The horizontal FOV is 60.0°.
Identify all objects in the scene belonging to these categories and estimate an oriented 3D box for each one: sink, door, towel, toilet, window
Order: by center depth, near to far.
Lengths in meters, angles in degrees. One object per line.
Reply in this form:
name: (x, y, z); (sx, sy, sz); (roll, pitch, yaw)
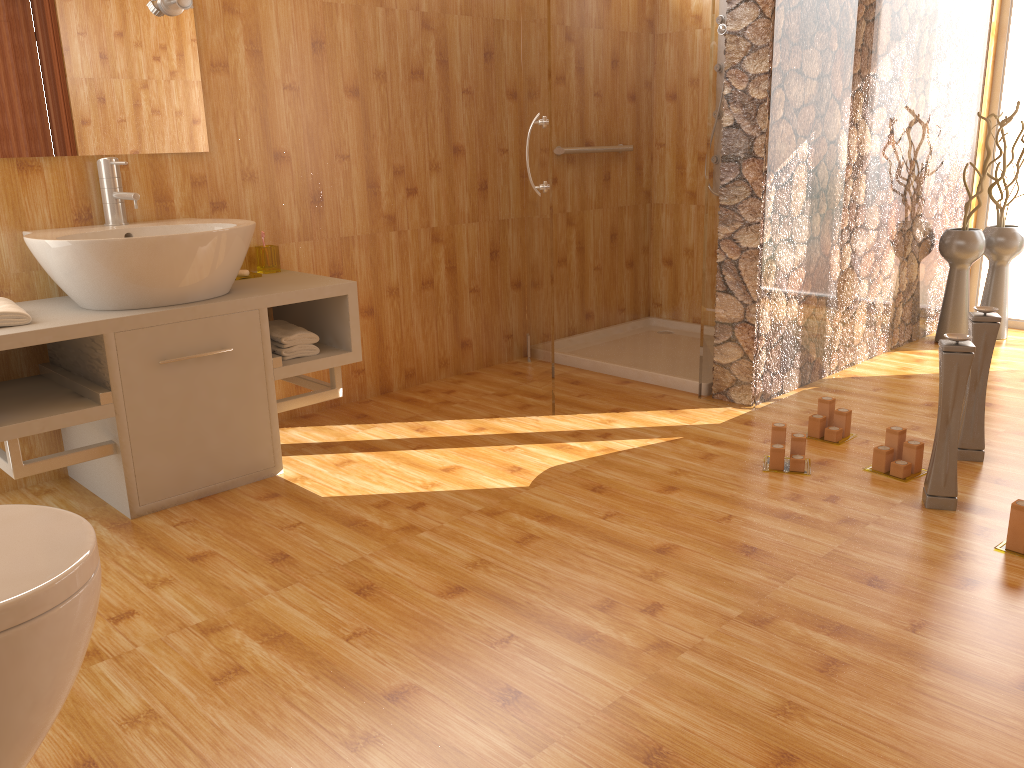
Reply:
toilet: (-0.770, 0.400, 1.111); (0.507, 0.337, 0.371); (-16, 21, -42)
towel: (-1.367, -0.189, 2.340); (0.140, 0.048, 0.225); (-13, 20, -37)
sink: (-1.075, -0.456, 2.603); (0.634, 0.409, 0.533); (-16, 21, -42)
towel: (-0.746, -0.129, 2.927); (0.140, 0.048, 0.225); (-13, 20, -37)
towel: (-0.748, -0.169, 2.929); (0.140, 0.048, 0.225); (-13, 20, -37)
door: (0.057, -1.049, 3.429); (0.077, 2.147, 0.983); (-2, 16, -4)
window: (2.664, -1.241, 4.257); (0.010, 1.900, 0.581); (-16, 21, -42)

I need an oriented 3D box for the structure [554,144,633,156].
structure: (0.731, -1.044, 3.933); (0.587, 0.043, 1.001); (-16, 21, -42)

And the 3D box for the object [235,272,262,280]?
object: (-0.921, -0.369, 3.022); (0.100, 0.010, 0.100); (-16, 21, -42)

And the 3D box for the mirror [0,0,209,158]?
mirror: (-1.269, -0.956, 2.659); (0.698, 0.523, 0.005); (-16, 21, -42)

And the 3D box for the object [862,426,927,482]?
object: (1.172, 0.202, 2.689); (0.141, 0.131, 0.141); (-12, 19, -34)

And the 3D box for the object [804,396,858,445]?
object: (1.079, 0.115, 3.009); (0.141, 0.131, 0.141); (-16, 21, -42)

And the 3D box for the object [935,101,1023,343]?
object: (2.342, -0.763, 4.221); (0.655, 1.112, 0.284); (-8, 17, -22)

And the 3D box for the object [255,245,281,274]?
object: (-0.856, -0.437, 3.110); (0.060, 0.093, 0.060); (-16, 21, -42)

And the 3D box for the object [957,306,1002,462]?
object: (1.435, 0.002, 2.739); (0.080, 0.478, 0.080); (3, 16, 17)

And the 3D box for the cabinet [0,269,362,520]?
cabinet: (-1.069, 0.016, 2.737); (1.136, 0.570, 0.517); (-16, 21, -42)

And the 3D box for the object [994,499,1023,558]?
object: (1.287, 0.345, 2.164); (0.141, 0.131, 0.141); (-14, 20, -38)

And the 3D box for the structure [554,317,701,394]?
structure: (0.762, -0.162, 4.187); (0.955, 0.050, 1.000); (-16, 21, -42)

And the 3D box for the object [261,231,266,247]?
object: (-0.859, -0.467, 3.078); (0.012, 0.132, 0.063); (-5, 16, -14)

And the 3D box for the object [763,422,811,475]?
object: (0.857, 0.192, 2.752); (0.141, 0.131, 0.141); (3, 16, 17)

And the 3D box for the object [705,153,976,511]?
object: (0.997, -0.878, 3.246); (0.347, 1.921, 2.276); (-2, 16, -2)

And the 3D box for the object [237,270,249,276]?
object: (-0.922, -0.377, 3.022); (0.050, 0.023, 0.075); (-4, 16, -8)

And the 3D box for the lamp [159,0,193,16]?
lamp: (-1.030, -1.190, 2.748); (0.080, 0.080, 0.124); (-16, 21, -42)
